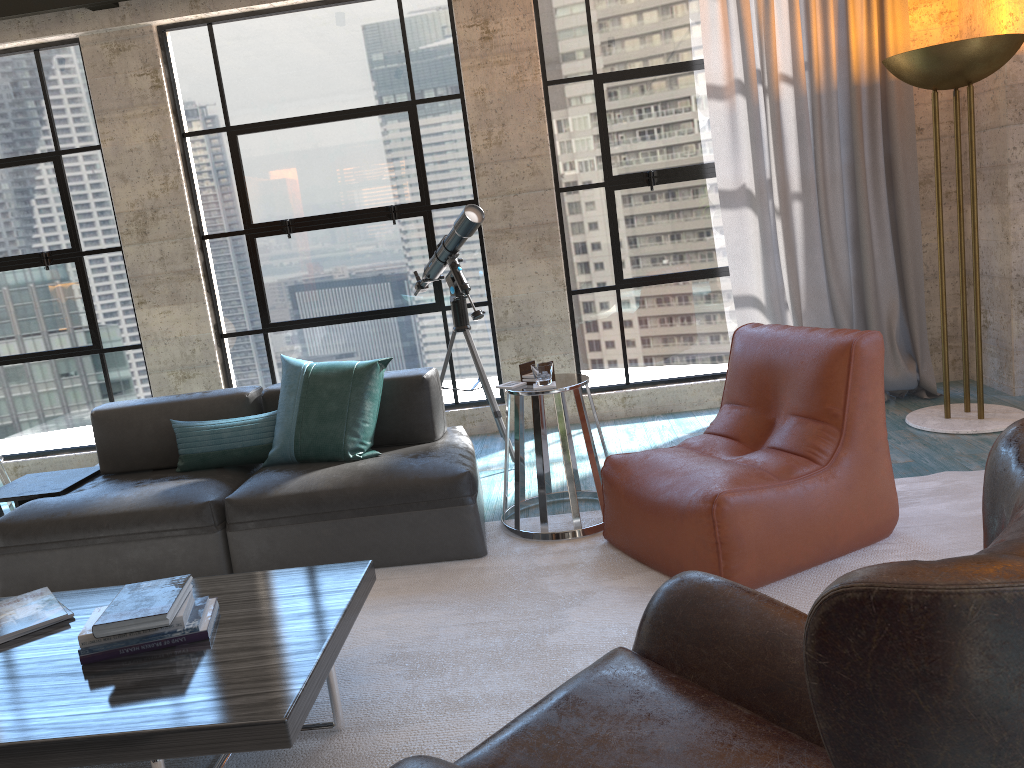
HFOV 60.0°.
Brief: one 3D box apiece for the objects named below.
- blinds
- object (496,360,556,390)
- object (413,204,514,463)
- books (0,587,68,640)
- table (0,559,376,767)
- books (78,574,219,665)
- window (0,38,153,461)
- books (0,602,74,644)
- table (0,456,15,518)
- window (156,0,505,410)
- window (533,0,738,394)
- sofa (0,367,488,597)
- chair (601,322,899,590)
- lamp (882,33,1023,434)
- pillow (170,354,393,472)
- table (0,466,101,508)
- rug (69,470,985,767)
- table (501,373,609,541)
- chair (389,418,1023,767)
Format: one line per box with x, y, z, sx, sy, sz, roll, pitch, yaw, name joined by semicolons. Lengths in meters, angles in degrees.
1.706;-1.336;4.934;1.131;2.985;0.384;-7;10;5;blinds
0.098;-0.044;3.722;0.287;0.096;0.206;3;15;44;object
-0.325;-0.261;4.937;0.595;1.406;0.617;-6;11;6;object
-1.494;0.693;2.648;0.252;0.011;0.318;-15;13;-35;books
-1.182;0.870;2.425;1.500;0.309;0.900;-7;10;4;table
-0.981;0.632;2.390;0.322;0.116;0.279;-9;11;-10;books
-3.303;-0.754;5.648;1.780;2.530;0.081;-7;10;4;window
-1.493;0.701;2.658;0.252;0.011;0.318;-16;14;-40;books
-2.662;0.636;4.293;0.620;0.472;0.620;-6;11;7;table
-1.081;-1.013;5.476;1.780;2.530;0.081;-7;10;4;window
1.142;-1.271;5.303;1.780;2.530;0.081;-7;10;4;window
-1.136;0.377;4.022;2.063;0.680;1.019;-7;10;4;sofa
0.859;0.219;3.312;0.920;0.759;0.801;-12;12;-25;chair
2.210;-0.704;4.383;0.619;1.822;0.619;-7;10;4;lamp
-1.039;0.117;3.948;1.042;0.466;0.349;-5;11;15;pillow
-2.148;0.646;4.137;0.413;0.390;0.420;-7;10;4;table
-0.871;0.964;2.540;7.768;0.032;2.954;-7;10;4;rug
0.185;0.287;3.806;0.549;0.603;0.549;-10;11;-16;table
0.376;0.555;1.305;0.975;0.940;0.820;3;15;44;chair
